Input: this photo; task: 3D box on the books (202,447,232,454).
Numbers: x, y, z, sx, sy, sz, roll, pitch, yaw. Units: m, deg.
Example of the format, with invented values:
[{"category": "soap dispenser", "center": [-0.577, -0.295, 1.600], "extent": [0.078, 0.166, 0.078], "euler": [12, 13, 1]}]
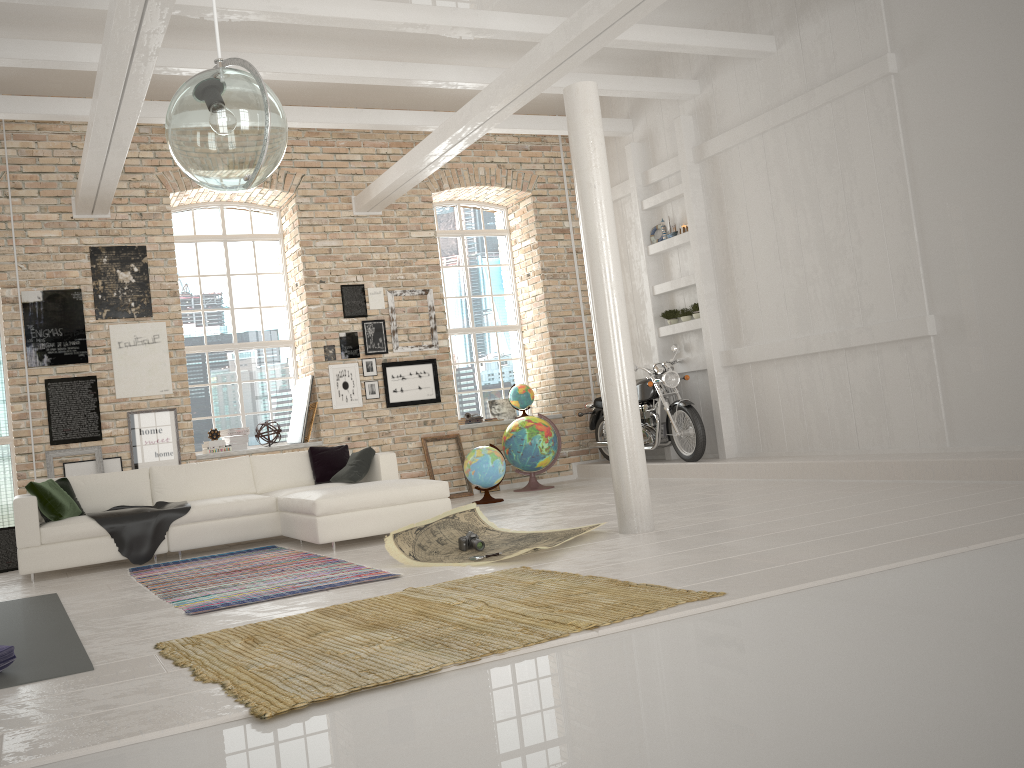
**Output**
[{"category": "books", "center": [-3.254, 0.735, 9.833], "extent": [0.261, 0.048, 0.231], "euler": [-5, -3, -30]}]

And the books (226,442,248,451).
[{"category": "books", "center": [-3.163, 0.718, 10.219], "extent": [0.228, 0.088, 0.331], "euler": [-6, -2, -23]}]

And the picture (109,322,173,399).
[{"category": "picture", "center": [-3.943, -0.257, 9.479], "extent": [0.561, 0.785, 0.038], "euler": [-5, -4, -24]}]

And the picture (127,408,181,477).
[{"category": "picture", "center": [-3.783, 0.650, 9.449], "extent": [0.493, 0.757, 0.013], "euler": [-5, -4, -24]}]

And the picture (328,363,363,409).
[{"category": "picture", "center": [-1.925, 0.023, 10.319], "extent": [0.348, 0.514, 0.014], "euler": [-5, -4, -24]}]

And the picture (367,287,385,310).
[{"category": "picture", "center": [-1.610, -1.015, 10.575], "extent": [0.185, 0.259, 0.013], "euler": [-5, -4, -24]}]

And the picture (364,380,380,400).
[{"category": "picture", "center": [-1.639, 0.071, 10.442], "extent": [0.167, 0.213, 0.012], "euler": [-5, -4, -24]}]

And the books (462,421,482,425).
[{"category": "books", "center": [-0.520, 0.495, 11.176], "extent": [0.243, 0.025, 0.212], "euler": [-5, -2, -25]}]

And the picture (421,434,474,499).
[{"category": "picture", "center": [-0.768, 0.983, 10.598], "extent": [0.481, 0.749, 0.233], "euler": [-5, -4, -25]}]

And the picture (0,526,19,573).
[{"category": "picture", "center": [-4.559, 1.504, 8.118], "extent": [0.205, 0.405, 0.308], "euler": [-10, -4, 42]}]

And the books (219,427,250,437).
[{"category": "books", "center": [-3.188, 0.552, 10.221], "extent": [0.244, 0.085, 0.284], "euler": [-9, -3, 44]}]

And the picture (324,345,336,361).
[{"category": "picture", "center": [-2.101, -0.358, 10.289], "extent": [0.129, 0.179, 0.009], "euler": [-6, -4, -18]}]

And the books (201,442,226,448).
[{"category": "books", "center": [-3.293, 0.673, 9.838], "extent": [0.190, 0.041, 0.207], "euler": [-5, -3, -40]}]

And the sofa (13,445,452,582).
[{"category": "sofa", "center": [-2.446, 1.054, 7.570], "extent": [3.117, 0.842, 2.280], "euler": [-5, -3, -26]}]

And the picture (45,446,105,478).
[{"category": "picture", "center": [-4.397, 0.936, 9.003], "extent": [0.517, 0.583, 0.297], "euler": [-5, -3, -25]}]

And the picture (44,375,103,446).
[{"category": "picture", "center": [-4.521, 0.270, 9.194], "extent": [0.486, 0.681, 0.068], "euler": [-5, -4, -24]}]

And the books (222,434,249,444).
[{"category": "books", "center": [-3.173, 0.636, 10.226], "extent": [0.224, 0.088, 0.336], "euler": [-5, -3, -32]}]

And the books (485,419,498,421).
[{"category": "books", "center": [-0.256, 0.446, 11.083], "extent": [0.099, 0.014, 0.143], "euler": [-4, -3, -45]}]

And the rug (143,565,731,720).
[{"category": "rug", "center": [-0.382, 1.056, 4.004], "extent": [2.073, 0.021, 1.626], "euler": [-5, -3, -32]}]

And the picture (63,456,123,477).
[{"category": "picture", "center": [-4.264, 1.056, 9.123], "extent": [0.547, 0.569, 0.154], "euler": [-5, -4, -24]}]

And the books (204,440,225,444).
[{"category": "books", "center": [-3.291, 0.638, 9.842], "extent": [0.172, 0.030, 0.187], "euler": [-5, -3, -38]}]

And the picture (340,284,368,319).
[{"category": "picture", "center": [-1.853, -0.972, 10.461], "extent": [0.281, 0.394, 0.019], "euler": [-5, -4, -24]}]

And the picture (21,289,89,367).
[{"category": "picture", "center": [-4.710, -0.582, 9.191], "extent": [0.562, 0.786, 0.038], "euler": [-5, -4, -24]}]

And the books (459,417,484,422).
[{"category": "books", "center": [-0.520, 0.444, 11.188], "extent": [0.243, 0.026, 0.215], "euler": [-5, -3, -31]}]

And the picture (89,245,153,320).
[{"category": "picture", "center": [-4.163, -1.083, 9.497], "extent": [0.560, 0.784, 0.038], "euler": [-5, -4, -24]}]

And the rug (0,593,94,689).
[{"category": "rug", "center": [-3.085, 1.394, 4.705], "extent": [1.362, 0.042, 2.860], "euler": [-5, -3, -29]}]

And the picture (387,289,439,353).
[{"category": "picture", "center": [-1.191, -0.764, 10.718], "extent": [0.574, 0.750, 0.026], "euler": [-5, -4, -24]}]

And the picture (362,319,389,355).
[{"category": "picture", "center": [-1.614, -0.551, 10.512], "extent": [0.278, 0.410, 0.011], "euler": [-5, -4, -24]}]

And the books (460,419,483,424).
[{"category": "books", "center": [-0.525, 0.470, 11.182], "extent": [0.241, 0.030, 0.214], "euler": [-5, -2, -27]}]

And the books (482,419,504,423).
[{"category": "books", "center": [-0.243, 0.461, 11.079], "extent": [0.216, 0.022, 0.185], "euler": [-5, -2, -26]}]

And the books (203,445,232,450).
[{"category": "books", "center": [-3.255, 0.699, 9.836], "extent": [0.256, 0.024, 0.231], "euler": [-5, -3, -30]}]

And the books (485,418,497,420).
[{"category": "books", "center": [-0.265, 0.434, 11.088], "extent": [0.109, 0.013, 0.124], "euler": [-8, -3, 39]}]

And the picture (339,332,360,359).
[{"category": "picture", "center": [-1.893, -0.450, 10.388], "extent": [0.218, 0.307, 0.015], "euler": [-5, -4, -24]}]

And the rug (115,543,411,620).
[{"category": "rug", "center": [-1.870, 1.318, 6.202], "extent": [1.333, 0.008, 2.824], "euler": [-5, -3, -29]}]
